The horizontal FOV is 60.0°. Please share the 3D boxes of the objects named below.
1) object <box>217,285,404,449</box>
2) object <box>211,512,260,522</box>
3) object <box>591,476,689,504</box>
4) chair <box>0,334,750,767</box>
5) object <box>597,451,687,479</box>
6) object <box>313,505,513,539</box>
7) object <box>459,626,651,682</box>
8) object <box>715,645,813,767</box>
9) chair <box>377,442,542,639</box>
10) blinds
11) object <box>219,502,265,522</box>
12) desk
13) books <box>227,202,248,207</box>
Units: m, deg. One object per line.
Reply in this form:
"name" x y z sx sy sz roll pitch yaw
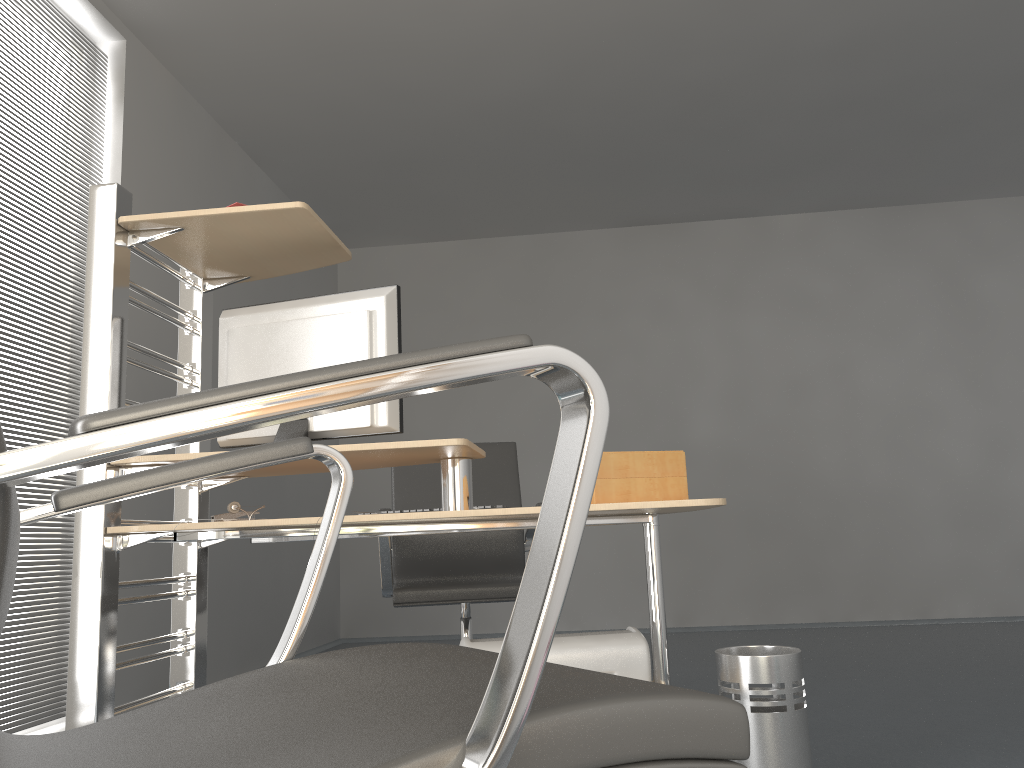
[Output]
"object" -0.552 -0.027 2.230 0.516 0.418 0.245 -8 -12 27
"object" -0.769 0.377 2.466 0.134 0.042 0.022 7 -14 -41
"object" 0.252 0.265 2.136 0.225 0.060 0.309 0 -11 -15
"chair" -0.225 0.272 0.713 0.652 1.048 0.584 3 -12 -28
"object" 0.250 0.209 2.146 0.225 0.060 0.309 0 -11 -15
"object" -0.285 0.361 2.310 0.478 0.082 0.814 -5 -11 13
"object" 0.083 0.687 2.185 0.438 0.162 0.351 -1 -10 -10
"object" 0.619 0.848 2.174 0.208 0.377 0.208 6 -13 -40
"chair" -0.164 0.692 3.061 0.584 1.048 0.652 -1 -10 -8
"blinds" -1.840 -0.266 2.711 0.022 2.770 1.950 -4 -10 6
"object" -0.704 0.348 2.387 0.159 0.064 0.054 3 -11 -27
"desk" -0.223 0.318 2.430 1.469 1.566 0.967 -4 -10 6
"books" -0.725 -0.408 2.396 0.320 0.072 0.262 -10 -13 37
